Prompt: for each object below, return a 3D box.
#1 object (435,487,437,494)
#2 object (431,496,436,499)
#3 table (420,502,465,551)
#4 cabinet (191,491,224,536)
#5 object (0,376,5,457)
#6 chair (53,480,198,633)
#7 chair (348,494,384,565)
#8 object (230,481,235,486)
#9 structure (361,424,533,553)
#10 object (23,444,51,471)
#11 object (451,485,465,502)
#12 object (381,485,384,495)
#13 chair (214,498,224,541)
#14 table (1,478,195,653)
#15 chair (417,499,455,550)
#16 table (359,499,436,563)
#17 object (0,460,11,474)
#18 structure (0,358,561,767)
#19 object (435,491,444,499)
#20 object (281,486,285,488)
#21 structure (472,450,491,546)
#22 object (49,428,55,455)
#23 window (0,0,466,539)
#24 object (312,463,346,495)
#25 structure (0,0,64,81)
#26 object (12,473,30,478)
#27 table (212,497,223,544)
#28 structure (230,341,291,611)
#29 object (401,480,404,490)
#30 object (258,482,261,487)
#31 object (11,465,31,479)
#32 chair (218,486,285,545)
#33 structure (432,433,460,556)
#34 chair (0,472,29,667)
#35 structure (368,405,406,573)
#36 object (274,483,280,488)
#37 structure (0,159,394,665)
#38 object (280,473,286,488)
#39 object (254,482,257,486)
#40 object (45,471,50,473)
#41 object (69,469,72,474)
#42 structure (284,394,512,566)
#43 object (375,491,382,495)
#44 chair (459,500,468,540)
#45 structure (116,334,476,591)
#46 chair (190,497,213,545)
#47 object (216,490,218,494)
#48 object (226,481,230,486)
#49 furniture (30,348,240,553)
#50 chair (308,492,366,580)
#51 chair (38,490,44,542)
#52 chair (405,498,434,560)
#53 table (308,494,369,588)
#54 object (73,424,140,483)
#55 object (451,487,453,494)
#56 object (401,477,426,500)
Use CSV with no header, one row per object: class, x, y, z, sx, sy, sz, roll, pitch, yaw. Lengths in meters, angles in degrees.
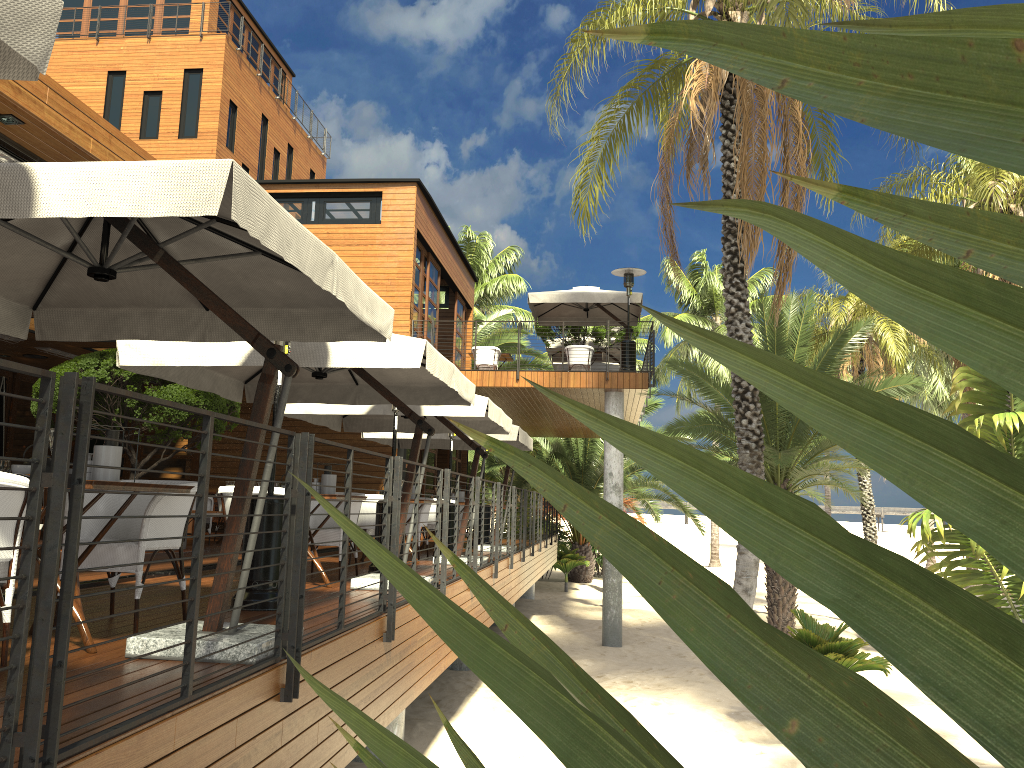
object,-1.218,1.803,14.468,0.082,0.227,0.082,0,-9,7
object,-1.240,1.814,14.021,0.086,0.086,0.086,1,-9,7
table,-1.072,2.257,14.127,0.931,0.751,0.929,1,-8,6
cabinet,-5.138,2.458,16.643,1.611,0.840,0.555,1,-9,6
object,-3.508,0.625,5.260,0.768,1.401,0.769,3,-9,-9
chair,-2.091,0.919,4.888,0.627,0.790,0.615,0,-9,7
chair,-1.545,1.660,10.086,0.627,0.790,0.615,0,-9,7
object,-4.392,1.638,13.906,0.082,0.227,0.082,7,-10,-31
structure,-0.970,1.481,14.261,2.413,2.339,2.407,1,-9,6
object,-2.264,0.375,4.264,0.168,0.179,0.162,1,-9,4
object,-0.870,1.762,14.212,0.263,0.265,0.263,8,-11,-38
object,-1.539,1.321,10.890,0.163,0.179,0.167,0,-9,8
chair,-4.650,2.240,14.841,0.626,0.790,0.616,8,-11,-37
table,-2.168,0.832,4.148,0.931,0.751,0.929,1,-8,6
chair,-1.177,2.139,13.439,0.627,0.790,0.615,0,-9,7
table,-1.438,1.781,10.795,0.931,0.751,0.929,1,-8,6
object,-2.336,0.390,4.047,0.086,0.086,0.086,0,-9,11
structure,-0.149,1.898,11.667,0.163,1.156,26.192,1,-8,6
object,-1.170,1.800,14.241,0.163,0.179,0.167,0,-9,8
object,-1.860,0.878,7.366,0.116,0.065,0.115,1,-8,5
structure,-0.510,1.768,15.762,0.699,2.199,0.697,2,-9,-6
object,-2.063,0.317,4.002,0.082,0.227,0.082,0,-9,7
window,-6.839,-5.909,19.203,14.483,18.015,38.322,4,-9,-16
object,-1.602,0.811,7.555,0.263,0.265,0.263,8,-11,-38
structure,-2.426,-0.412,1.005,2.413,2.339,2.407,1,-9,6
object,-2.194,0.403,3.886,0.294,0.025,0.170,1,-8,6
table,-4.284,2.170,14.137,1.166,0.751,1.162,0,-8,12
structure,-1.590,0.364,5.931,0.699,2.199,0.697,2,-9,-6
object,-1.335,1.263,10.625,0.082,0.227,0.082,0,-9,7
object,-4.006,1.673,14.084,0.082,0.227,0.082,-6,-12,41
object,-2.224,0.404,4.049,0.116,0.065,0.115,0,-8,10
chair,-1.914,1.181,6.733,0.627,0.790,0.615,0,-9,7
structure,-0.871,1.299,12.477,0.699,2.199,0.697,2,-9,-6
chair,-2.284,0.701,3.366,0.627,0.790,0.615,0,-9,7
structure,-1.231,0.831,9.199,0.699,2.199,0.697,2,-9,-6
object,-1.971,0.864,7.364,0.086,0.086,0.086,0,-9,11
structure,-2.062,0.061,4.319,2.413,2.339,2.407,1,-9,6
object,-1.902,0.849,7.584,0.163,0.179,0.167,0,-9,8
object,-4.201,1.723,14.474,0.082,0.227,0.082,7,-10,-31
object,-2.125,0.417,4.038,0.080,0.042,0.080,2,-8,-2
object,-2.156,0.458,4.420,0.116,0.065,0.115,0,-8,10
structure,-1.334,1.008,10.947,2.413,2.339,2.407,1,-9,6
object,-1.608,1.336,10.670,0.086,0.086,0.086,0,-9,11
chair,-0.985,2.357,14.961,0.627,0.790,0.615,0,-9,7
structure,-1.698,0.534,7.633,2.413,2.339,2.407,1,-9,6
chair,-4.973,2.057,13.592,0.616,0.790,0.626,8,-11,-37
object,-4.685,1.742,14.175,0.086,0.086,0.086,-1,-9,17
object,-4.575,1.684,14.274,0.082,0.227,0.082,-6,-12,41
furniture,-5.144,0.884,12.084,2.616,2.730,2.687,2,-8,-3
chair,-1.715,1.408,8.312,0.627,0.790,0.615,0,-9,7
chair,-6.932,1.982,13.443,0.626,0.790,0.616,8,-11,-37
chair,-1.353,1.878,11.607,0.627,0.790,0.615,0,-9,7
table,-1.803,1.306,7.472,0.931,0.751,0.929,1,-8,6
object,-1.966,0.338,4.238,0.263,0.265,0.263,8,-11,-38
object,-0.967,1.741,13.976,0.082,0.227,0.082,0,-9,7
object,-1.238,1.284,10.861,0.263,0.265,0.263,8,-11,-38
